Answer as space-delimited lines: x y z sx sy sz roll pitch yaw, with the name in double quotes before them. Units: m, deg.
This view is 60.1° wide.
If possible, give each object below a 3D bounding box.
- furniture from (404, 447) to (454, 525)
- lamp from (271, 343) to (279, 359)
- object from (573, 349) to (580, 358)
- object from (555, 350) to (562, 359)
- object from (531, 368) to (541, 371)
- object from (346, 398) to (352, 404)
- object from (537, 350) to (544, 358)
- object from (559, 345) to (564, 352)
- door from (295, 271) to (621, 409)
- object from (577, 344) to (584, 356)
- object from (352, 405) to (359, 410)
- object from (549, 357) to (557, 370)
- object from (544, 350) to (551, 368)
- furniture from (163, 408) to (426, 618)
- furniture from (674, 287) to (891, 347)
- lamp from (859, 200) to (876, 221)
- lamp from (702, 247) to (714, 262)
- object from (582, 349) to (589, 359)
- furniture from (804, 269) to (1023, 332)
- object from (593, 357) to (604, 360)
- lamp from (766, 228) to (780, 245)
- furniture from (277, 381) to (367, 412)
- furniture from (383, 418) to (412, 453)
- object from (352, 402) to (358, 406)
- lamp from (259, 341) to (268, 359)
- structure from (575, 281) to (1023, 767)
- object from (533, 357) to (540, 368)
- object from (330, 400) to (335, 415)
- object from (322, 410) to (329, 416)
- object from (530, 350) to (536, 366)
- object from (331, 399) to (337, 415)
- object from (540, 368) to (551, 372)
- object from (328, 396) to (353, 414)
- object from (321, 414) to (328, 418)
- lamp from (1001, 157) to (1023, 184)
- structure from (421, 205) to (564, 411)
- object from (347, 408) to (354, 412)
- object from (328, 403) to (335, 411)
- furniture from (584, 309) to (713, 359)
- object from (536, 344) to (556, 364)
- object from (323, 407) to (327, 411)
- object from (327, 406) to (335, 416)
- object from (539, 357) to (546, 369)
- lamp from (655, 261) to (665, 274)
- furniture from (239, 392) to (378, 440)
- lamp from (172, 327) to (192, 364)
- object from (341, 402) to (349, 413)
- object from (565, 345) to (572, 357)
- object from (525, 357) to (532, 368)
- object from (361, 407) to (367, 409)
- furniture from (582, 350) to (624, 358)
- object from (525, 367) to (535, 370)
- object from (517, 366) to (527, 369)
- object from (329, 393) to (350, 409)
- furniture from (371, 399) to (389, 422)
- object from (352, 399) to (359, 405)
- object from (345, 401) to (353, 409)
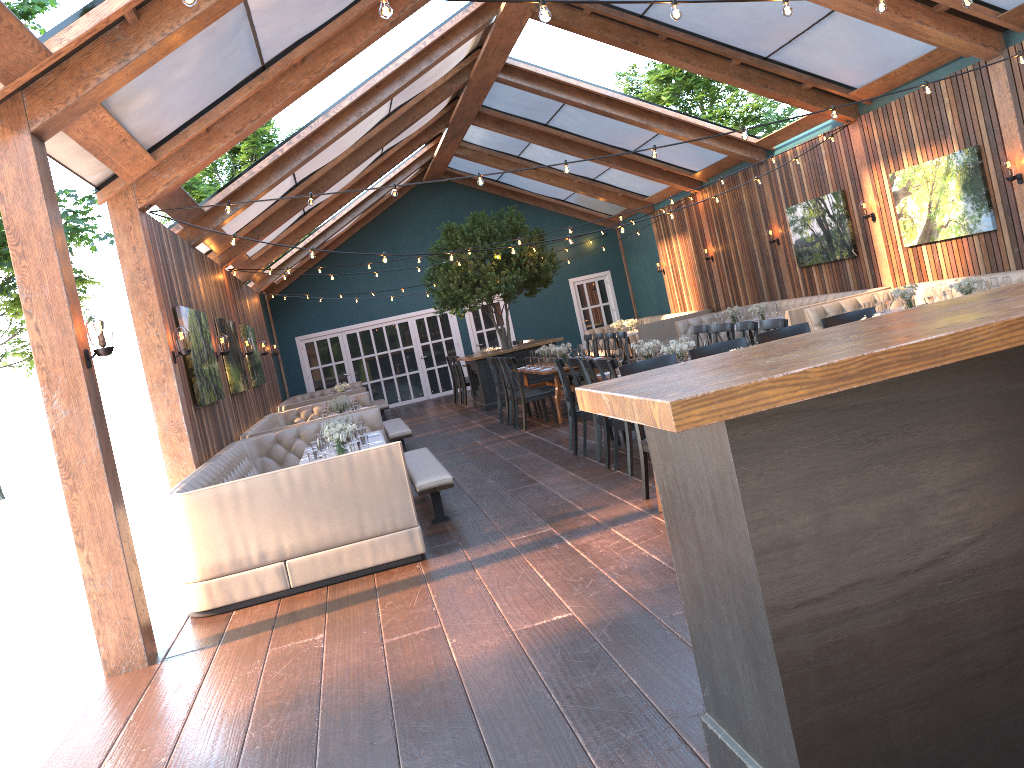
"furniture" -0.807 0.929 8.336 0.313 0.398 2.328 -13 4 -10
"lamp" -5.042 -0.716 18.814 0.178 0.320 0.146 -13 1 -11
"object" 0.962 -0.439 13.136 0.092 0.158 0.091 -14 2 -44
"object" 0.654 -0.352 12.284 0.092 0.244 0.092 -12 1 -8
"object" 0.405 -0.230 12.921 0.255 0.019 0.157 -13 4 -10
"object" -2.341 0.330 12.703 0.091 0.244 0.093 -12 1 37
"object" 0.442 -0.385 13.356 0.092 0.244 0.092 -13 1 -13
"object" 0.773 -0.472 13.570 0.092 0.244 0.092 -13 1 -13
"door" -1.142 -0.970 22.370 8.193 2.209 0.173 -13 1 -11
"object" 0.977 -0.438 12.490 0.092 0.244 0.092 -12 1 15
"object" -2.114 0.373 12.047 0.092 0.158 0.091 -13 1 -24
"object" 0.565 -0.281 12.175 0.091 0.158 0.092 -12 1 26
"object" 0.521 -0.366 12.860 0.092 0.244 0.092 -12 1 -8
"furniture" -1.888 0.946 8.120 1.714 0.858 4.156 -13 4 -10
"furniture" 4.174 -0.812 13.929 1.714 0.858 4.156 -13 4 -10
"lamp" 4.955 -2.420 12.367 0.178 0.320 0.146 -13 1 -11
"lamp" 3.928 -2.599 17.783 0.178 0.320 0.146 -13 1 -11
"object" 1.048 -0.415 12.565 0.091 0.158 0.092 -12 1 26
"furniture" 5.016 -0.665 9.488 1.714 0.858 4.156 -13 4 -10
"object" 1.146 -0.353 12.405 0.255 0.019 0.157 -13 4 -10
"lamp" 4.439 -2.510 15.087 0.178 0.320 0.146 -13 1 -11
"furniture" -3.859 0.602 18.512 1.714 0.858 4.156 -13 4 -10
"furniture" -1.649 0.782 12.774 0.313 0.398 2.328 -13 4 -10
"object" -2.254 0.349 12.790 0.092 0.158 0.091 -13 1 -24
"lamp" -4.530 -0.627 16.115 0.178 0.320 0.146 -13 1 -11
"structure" 3.681 -0.111 3.118 6.819 1.274 0.855 -13 2 -11
"object" 0.371 -0.319 13.262 0.092 0.158 0.092 -12 1 -4
"object" -2.683 0.361 13.292 0.091 0.244 0.093 -12 1 37
"object" -2.616 0.452 12.457 0.092 0.158 0.091 -13 1 -24
"object" 0.340 -0.407 13.940 0.091 0.244 0.093 -12 1 37
"object" -2.713 0.350 13.533 0.091 0.244 0.093 -12 1 37
"object" 0.511 -0.210 12.349 0.255 0.019 0.157 -13 4 -10
"object" -2.358 0.339 12.180 0.335 0.309 0.330 -12 2 6
"object" -2.464 0.478 11.670 0.092 0.158 0.091 -13 1 -24
"lamp" 5.464 -2.331 9.683 0.178 0.320 0.146 -13 1 -11
"structure" -0.249 -1.514 16.844 2.716 3.693 2.854 -12 2 -2
"object" -2.113 0.402 11.657 0.091 0.158 0.092 -12 1 26
"object" -2.549 0.387 12.549 0.091 0.244 0.093 -12 1 37
"furniture" 3.049 -1.008 19.860 1.714 0.858 4.156 -13 4 -10
"object" 0.553 -0.473 13.752 0.337 0.309 0.328 -13 2 -15
"object" -2.756 0.426 13.218 0.092 0.158 0.091 -13 1 -24
"object" -2.399 0.412 11.768 0.092 0.244 0.092 -12 1 -8
"object" 0.443 -0.297 12.747 0.091 0.158 0.092 -12 1 16
"lamp" 3.416 -2.688 20.482 0.178 0.320 0.146 -13 1 -11
"furniture" -2.732 0.798 12.571 1.714 0.858 4.156 -13 4 -10
"lamp" -2.994 -0.359 8.015 0.178 0.320 0.146 -13 1 -11
"object" -2.201 0.372 11.730 0.091 0.244 0.093 -12 1 37
"object" 0.841 -0.451 13.044 0.092 0.244 0.093 -12 1 32
"object" 0.260 -0.338 13.841 0.091 0.158 0.092 -12 1 6
"object" -2.308 0.385 13.417 0.255 0.019 0.157 -13 4 -10
"furniture" 2.026 -0.536 19.686 0.313 0.398 2.328 -13 4 -10
"object" 0.321 -0.249 13.426 0.255 0.019 0.157 -13 4 -10
"object" 0.190 -0.264 14.015 0.255 0.019 0.157 -13 4 -10
"object" -2.537 0.309 13.122 0.336 0.309 0.330 -12 2 2
"furniture" -2.780 0.585 18.738 0.313 0.398 2.328 -13 4 -10
"object" -2.393 0.321 13.573 0.092 0.158 0.091 -13 1 -24
"object" -2.195 0.353 11.966 0.091 0.244 0.093 -12 1 37
